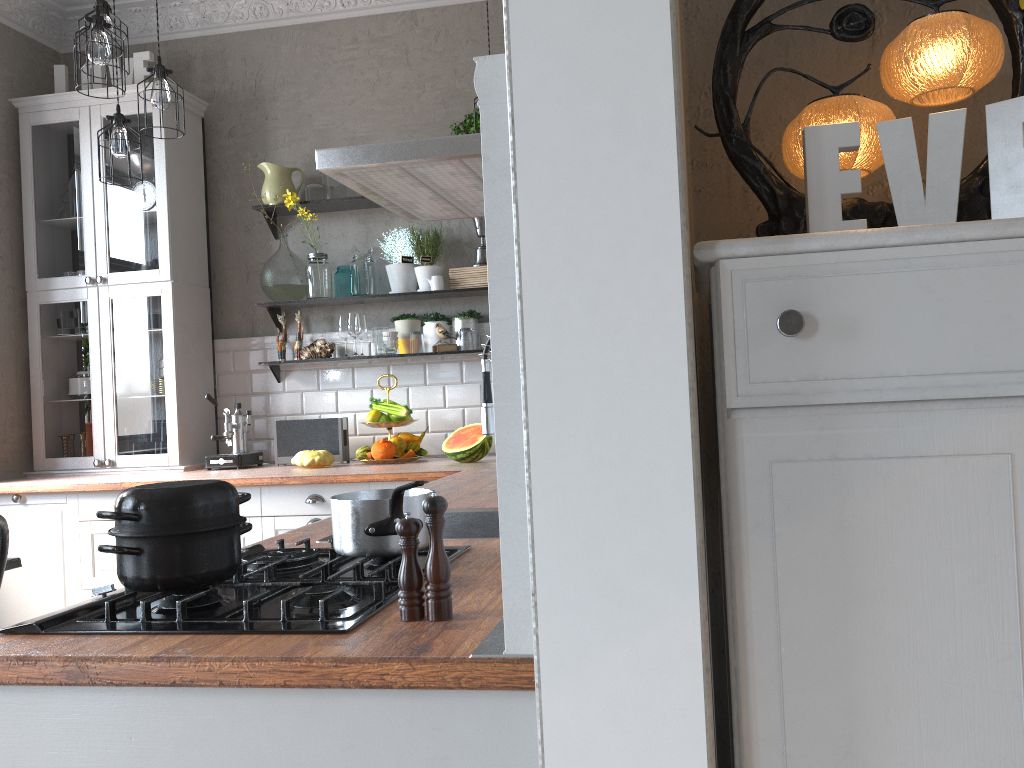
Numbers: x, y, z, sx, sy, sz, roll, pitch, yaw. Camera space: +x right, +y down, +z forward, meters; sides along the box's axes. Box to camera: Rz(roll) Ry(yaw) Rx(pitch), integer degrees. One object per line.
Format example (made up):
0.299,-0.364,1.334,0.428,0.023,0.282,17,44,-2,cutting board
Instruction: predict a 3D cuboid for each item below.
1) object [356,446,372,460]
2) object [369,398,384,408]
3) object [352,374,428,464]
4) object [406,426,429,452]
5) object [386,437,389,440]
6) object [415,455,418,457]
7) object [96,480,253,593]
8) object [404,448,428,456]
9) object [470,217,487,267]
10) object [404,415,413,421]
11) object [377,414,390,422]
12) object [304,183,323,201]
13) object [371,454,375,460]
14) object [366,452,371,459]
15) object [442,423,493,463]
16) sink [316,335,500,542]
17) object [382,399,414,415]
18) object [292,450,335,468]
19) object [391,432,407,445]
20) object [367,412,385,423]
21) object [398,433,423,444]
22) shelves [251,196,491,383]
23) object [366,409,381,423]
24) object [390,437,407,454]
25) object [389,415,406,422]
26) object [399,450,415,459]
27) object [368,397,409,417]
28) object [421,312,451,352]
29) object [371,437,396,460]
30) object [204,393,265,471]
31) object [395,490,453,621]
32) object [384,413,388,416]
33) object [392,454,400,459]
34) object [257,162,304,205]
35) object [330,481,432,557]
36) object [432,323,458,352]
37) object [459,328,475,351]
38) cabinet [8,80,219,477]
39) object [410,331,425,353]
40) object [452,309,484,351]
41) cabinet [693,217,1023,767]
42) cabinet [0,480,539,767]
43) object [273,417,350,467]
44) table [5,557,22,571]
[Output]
-0.685,0.332,4.268,0.075,0.072,0.155,-3,-1,40,object
-0.647,0.090,4.220,0.073,0.058,0.050,-3,-1,-13,object
-0.588,0.165,4.232,0.353,0.425,0.351,-3,-1,-4,object
-0.457,0.264,4.224,0.060,0.120,0.128,-3,-1,35,object
-0.578,0.293,4.303,0.077,0.076,0.157,-3,-1,37,object
-0.478,0.351,4.291,0.041,0.017,0.044,-3,-1,33,object
-0.492,0.221,1.310,0.191,0.147,0.191,-3,-1,-9,object
-0.484,0.324,4.279,0.055,0.044,0.212,-2,-1,-41,object
-0.145,-0.714,4.360,0.131,0.287,0.130,-3,-1,-4,object
-0.498,0.169,4.226,0.051,0.050,0.050,-3,-1,20,object
-0.606,0.174,4.179,0.063,0.061,0.067,-3,-1,11,object
-1.003,-0.957,4.512,0.102,0.111,0.104,-3,-1,11,object
-0.635,0.341,4.238,0.070,0.076,0.228,-3,-1,-6,object
-0.654,0.333,4.225,0.083,0.057,0.090,-3,-1,43,object
-0.203,0.268,3.990,0.231,0.174,0.222,-3,-1,33,object
-0.111,0.212,2.049,0.524,0.720,0.489,-3,-1,11,sink
-0.539,0.117,4.266,0.177,0.096,0.090,-3,-1,31,object
-0.926,0.348,4.120,0.195,0.083,0.191,-3,-1,11,object
-0.549,0.281,4.291,0.085,0.093,0.087,-3,-1,7,object
-0.648,0.170,4.247,0.096,0.078,0.101,-3,-1,-2,object
-0.483,0.259,4.236,0.126,0.056,0.060,-3,-1,3,object
-0.620,-0.466,4.439,1.307,0.923,0.230,-3,-1,10,shelves
-0.650,0.154,4.171,0.058,0.069,0.080,-3,-1,31,object
-0.541,0.289,4.173,0.087,0.078,0.089,-3,-1,37,object
-0.544,0.173,4.203,0.076,0.062,0.099,-2,-1,-16,object
-0.492,0.332,4.156,0.069,0.051,0.088,-2,-1,-31,object
-0.582,0.108,4.204,0.208,0.101,0.068,-3,-1,17,object
-0.380,-0.257,4.440,0.170,0.214,0.150,-3,-1,41,object
-0.596,0.302,4.105,0.114,0.110,0.110,-2,-1,-22,object
-1.383,0.230,4.318,0.204,0.370,0.356,-3,-1,12,object
-0.116,0.223,1.160,0.072,0.167,0.036,-3,-1,10,object
-0.621,0.167,4.319,0.057,0.054,0.061,-3,-1,36,object
-0.559,0.342,4.173,0.070,0.065,0.070,-3,-1,32,object
-1.174,-1.003,4.483,0.188,0.216,0.176,-3,-1,25,object
-0.180,0.217,1.489,0.178,0.134,0.297,-2,-1,-44,object
-0.325,-0.227,4.340,0.120,0.147,0.099,-2,-1,-21,object
-0.221,-0.216,4.304,0.077,0.108,0.078,-3,-1,4,object
-2.009,-0.489,4.541,0.873,1.921,0.390,-3,-1,10,cabinet
-0.469,-0.203,4.374,0.077,0.108,0.078,-3,-1,4,object
-0.217,-0.264,4.420,0.158,0.213,0.154,-3,-1,9,object
0.581,0.482,1.030,0.661,1.297,0.386,-3,-1,10,cabinet
-0.656,0.787,2.959,2.027,0.854,4.113,-2,-1,-33,cabinet
-0.981,0.282,4.337,0.349,0.226,0.089,-3,-1,10,object
-2.105,0.905,1.805,0.898,0.735,1.934,-3,-1,12,table
